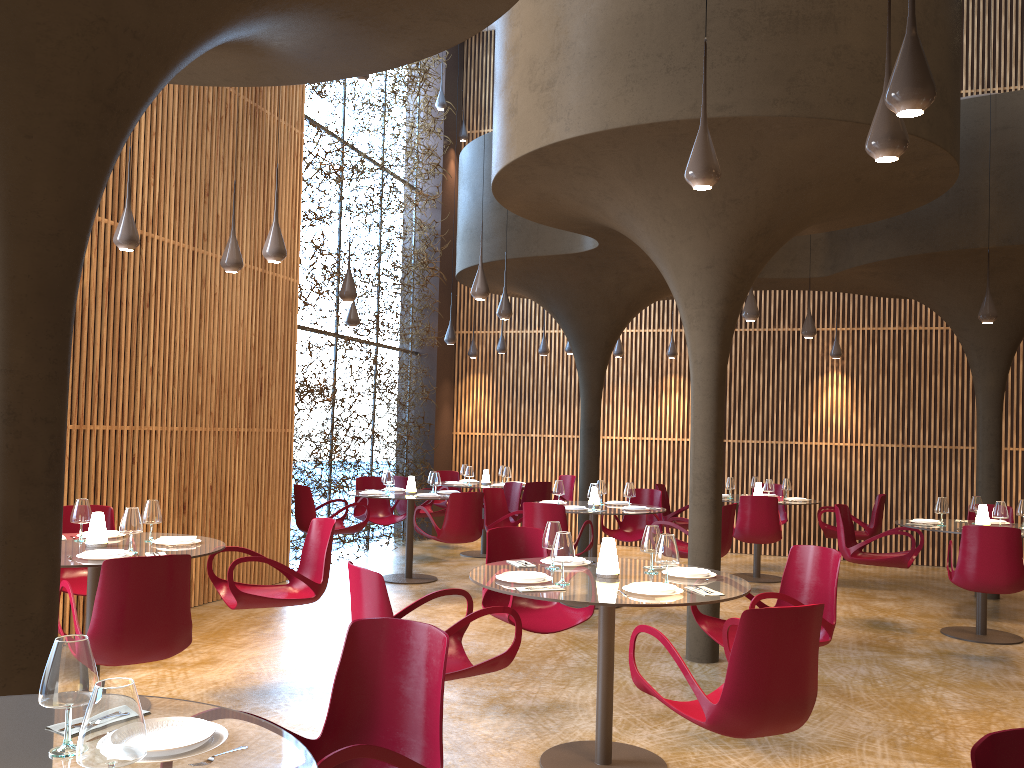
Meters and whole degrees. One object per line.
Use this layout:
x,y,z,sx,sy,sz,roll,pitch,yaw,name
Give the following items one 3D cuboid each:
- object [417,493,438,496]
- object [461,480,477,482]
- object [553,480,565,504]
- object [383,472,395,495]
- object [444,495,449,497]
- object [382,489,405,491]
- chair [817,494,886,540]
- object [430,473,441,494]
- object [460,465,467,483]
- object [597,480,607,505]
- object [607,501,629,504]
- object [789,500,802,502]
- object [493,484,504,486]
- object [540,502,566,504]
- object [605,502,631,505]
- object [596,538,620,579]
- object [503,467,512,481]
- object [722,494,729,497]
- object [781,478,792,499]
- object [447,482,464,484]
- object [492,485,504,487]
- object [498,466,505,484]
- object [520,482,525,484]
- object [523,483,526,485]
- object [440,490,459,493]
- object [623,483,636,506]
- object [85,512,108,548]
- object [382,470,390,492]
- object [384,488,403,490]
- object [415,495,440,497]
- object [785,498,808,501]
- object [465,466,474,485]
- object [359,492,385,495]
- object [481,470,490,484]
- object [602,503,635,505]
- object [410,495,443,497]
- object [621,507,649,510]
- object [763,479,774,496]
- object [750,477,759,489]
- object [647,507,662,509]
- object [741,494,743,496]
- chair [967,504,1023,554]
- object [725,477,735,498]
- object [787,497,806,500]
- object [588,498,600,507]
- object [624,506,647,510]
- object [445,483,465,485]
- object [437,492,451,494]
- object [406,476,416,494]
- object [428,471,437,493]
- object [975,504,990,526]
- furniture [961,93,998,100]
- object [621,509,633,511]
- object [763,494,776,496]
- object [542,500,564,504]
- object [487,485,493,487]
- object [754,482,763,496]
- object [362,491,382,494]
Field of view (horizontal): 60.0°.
-1.075,1.413,11.270,0.263,0.029,0.263,3,-3,-22,object
-0.708,1.603,14.655,0.263,0.029,0.263,3,-3,-29,object
0.551,1.286,10.448,0.142,0.295,0.142,3,-2,-34,object
-1.578,1.278,11.384,0.142,0.295,0.142,1,-2,17,object
-0.789,1.443,11.365,0.126,0.017,0.262,3,-3,-22,object
-1.622,1.455,12.162,0.332,0.014,0.332,1,-3,10,object
4.646,1.809,12.137,0.872,0.635,0.625,1,-2,18,chair
-0.990,1.300,11.491,0.142,0.295,0.142,0,-2,33,object
-0.772,1.462,14.435,0.142,0.295,0.142,1,-2,18,object
1.080,1.318,10.773,0.142,0.295,0.142,1,-2,5,object
1.296,1.455,10.845,0.263,0.029,0.263,1,-3,19,object
3.974,1.620,12.380,0.204,0.012,0.411,0,-3,24,object
-0.161,1.570,13.763,0.263,0.029,0.263,1,-3,10,object
0.494,1.434,10.672,0.332,0.014,0.332,-1,-4,44,object
1.296,1.465,10.845,0.332,0.014,0.332,2,-3,0,object
0.581,1.048,5.353,0.142,0.232,0.144,1,-2,11,object
-0.076,1.457,13.984,0.142,0.295,0.142,2,-2,-23,object
2.983,1.600,12.717,0.263,0.029,0.263,4,-4,-36,object
3.901,1.492,12.608,0.142,0.295,0.142,3,-2,-29,object
-0.893,1.560,13.935,0.263,0.029,0.263,1,-3,5,object
-0.161,1.580,13.762,0.332,0.014,0.332,-1,-4,36,object
-0.152,1.480,14.452,0.142,0.295,0.142,0,-2,35,object
0.073,1.611,14.404,0.263,0.029,0.263,0,-3,20,object
0.073,1.620,14.404,0.332,0.014,0.332,2,-3,-9,object
-0.841,1.454,11.911,0.263,0.029,0.263,1,-3,11,object
1.380,1.307,10.405,0.142,0.295,0.142,2,-2,-8,object
-2.831,0.992,6.053,0.144,0.232,0.142,1,-2,3,object
-1.686,1.305,11.942,0.142,0.295,0.142,1,-2,29,object
-1.622,1.446,12.162,0.263,0.029,0.263,4,-4,-35,object
-1.075,1.423,11.269,0.332,0.014,0.332,0,-3,27,object
3.975,1.619,12.385,0.332,0.014,0.332,-1,-4,41,object
-0.665,1.435,13.877,0.142,0.295,0.142,1,-2,17,object
-1.807,1.412,11.441,0.332,0.014,0.332,2,-3,-1,object
-0.417,1.490,14.212,0.144,0.232,0.142,2,-2,-7,object
1.300,1.466,10.843,0.410,0.012,0.204,0,-3,24,object
-1.079,1.424,11.267,0.411,0.012,0.204,3,-3,-26,object
1.414,1.432,10.172,0.332,0.014,0.332,4,-4,-42,object
3.519,1.457,12.147,0.142,0.295,0.142,1,-2,10,object
3.542,1.498,12.918,0.142,0.295,0.142,1,-2,18,object
1.614,1.457,10.398,0.262,0.017,0.126,-1,-4,38,object
3.461,1.652,13.140,0.126,0.017,0.262,1,-3,19,object
5.520,1.731,10.224,0.625,0.635,0.873,0,-3,28,chair
3.078,1.464,12.506,0.142,0.295,0.142,2,-2,-10,object
3.975,1.609,12.385,0.263,0.029,0.263,2,-3,-4,object
0.969,1.328,10.433,0.142,0.232,0.144,3,-2,-27,object
1.414,1.422,10.172,0.263,0.029,0.263,-1,-4,41,object
-0.893,1.569,13.935,0.332,0.014,0.332,2,-3,-1,object
-0.841,1.463,11.911,0.332,0.014,0.332,1,-3,11,object
-1.331,1.334,11.719,0.142,0.232,0.144,2,-2,-17,object
-1.066,1.323,11.959,0.142,0.295,0.142,3,-2,-32,object
4.894,1.369,9.215,0.142,0.232,0.144,2,-2,-7,object
5.010,-2.701,10.852,0.901,1.046,2.532,3,-3,-31,furniture
1.412,1.433,10.168,0.204,0.012,0.411,0,-4,34,object
3.742,1.637,13.027,0.263,0.029,0.263,0,-3,28,object
0.494,1.424,10.672,0.263,0.029,0.263,1,-3,18,object
-0.165,1.581,13.760,0.411,0.012,0.204,3,-3,-26,object
3.492,1.509,12.564,0.142,0.232,0.144,1,-2,3,object
-1.807,1.403,11.442,0.263,0.029,0.263,2,-3,-11,object
